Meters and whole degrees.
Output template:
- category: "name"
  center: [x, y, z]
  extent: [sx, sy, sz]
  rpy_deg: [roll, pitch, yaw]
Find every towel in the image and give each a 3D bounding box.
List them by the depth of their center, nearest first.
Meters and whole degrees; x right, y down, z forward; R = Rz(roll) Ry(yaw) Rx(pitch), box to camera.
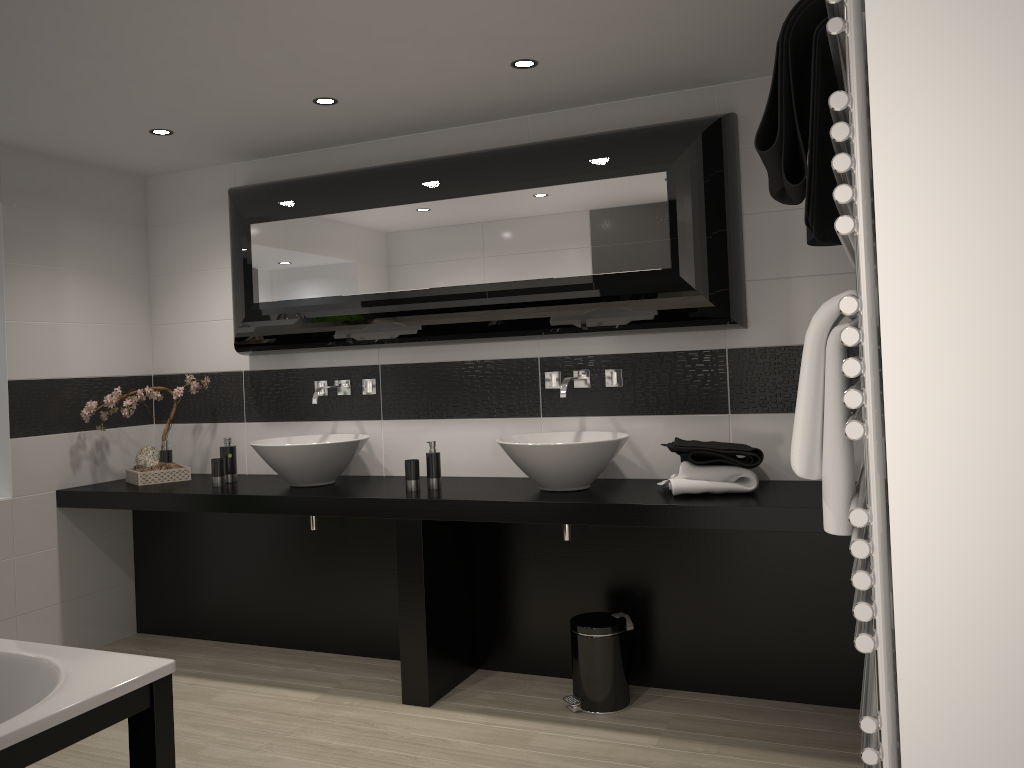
- category: "towel"
  center: [0.413, -0.344, 1.207]
  extent: [0.141, 0.309, 0.300]
  rpy_deg: [-3, 0, 20]
- category: "towel"
  center: [0.443, 0.036, 1.207]
  extent: [0.098, 0.309, 0.303]
  rpy_deg: [-3, 0, 25]
- category: "towel"
  center: [0.772, 0.359, 3.525]
  extent: [0.390, 0.133, 0.406]
  rpy_deg: [-2, 1, 8]
- category: "towel"
  center: [0.795, 0.287, 3.552]
  extent: [0.388, 0.131, 0.406]
  rpy_deg: [-2, 1, 10]

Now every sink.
- category: "sink"
  center: [0.217, 0.329, 3.723]
  extent: [0.559, 0.212, 0.559]
  rpy_deg: [-2, 1, 2]
- category: "sink"
  center: [-0.956, 0.369, 4.228]
  extent: [0.560, 0.212, 0.559]
  rpy_deg: [-3, 1, -23]

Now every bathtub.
- category: "bathtub"
  center: [-2.016, 1.076, 2.172]
  extent: [2.178, 0.676, 1.009]
  rpy_deg: [-2, 1, 23]

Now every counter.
- category: "counter"
  center: [-0.378, 0.501, 3.958]
  extent: [3.842, 0.084, 0.655]
  rpy_deg: [-2, 1, 23]

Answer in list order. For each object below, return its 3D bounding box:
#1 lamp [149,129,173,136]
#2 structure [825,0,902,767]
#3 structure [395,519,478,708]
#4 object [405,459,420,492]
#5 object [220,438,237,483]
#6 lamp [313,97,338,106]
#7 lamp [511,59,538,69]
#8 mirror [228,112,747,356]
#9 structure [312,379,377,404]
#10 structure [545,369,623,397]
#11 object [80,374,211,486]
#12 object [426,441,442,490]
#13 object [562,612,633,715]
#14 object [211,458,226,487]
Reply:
- category: "lamp"
  center: [-1.634, -1.173, 4.129]
  extent: [0.105, 0.004, 0.106]
  rpy_deg: [-2, 2, 38]
- category: "structure"
  center: [0.481, 0.069, 1.193]
  extent: [0.039, 1.292, 0.473]
  rpy_deg: [-3, -1, 23]
- category: "structure"
  center: [-0.318, 0.925, 3.836]
  extent: [0.126, 0.762, 0.465]
  rpy_deg: [-3, 0, 23]
- category: "object"
  center: [-0.432, 0.397, 3.852]
  extent: [0.063, 0.134, 0.063]
  rpy_deg: [-2, 0, -32]
- category: "object"
  center: [-1.422, 0.381, 4.445]
  extent: [0.079, 0.221, 0.079]
  rpy_deg: [-3, 0, 13]
- category: "lamp"
  center: [-0.793, -1.201, 3.768]
  extent: [0.105, 0.004, 0.105]
  rpy_deg: [-2, 1, 8]
- category: "lamp"
  center: [0.047, -1.230, 3.407]
  extent: [0.106, 0.004, 0.105]
  rpy_deg: [-3, 1, -34]
- category: "mirror"
  center: [-0.280, -0.638, 4.126]
  extent: [2.612, 0.902, 0.258]
  rpy_deg: [-2, 0, 23]
- category: "structure"
  center: [-0.898, 0.037, 4.397]
  extent: [0.367, 0.108, 0.259]
  rpy_deg: [-2, 1, 23]
- category: "structure"
  center: [0.274, -0.003, 3.894]
  extent: [0.367, 0.108, 0.259]
  rpy_deg: [-2, 1, 23]
- category: "object"
  center: [-1.905, 0.234, 4.629]
  extent: [0.628, 0.561, 0.260]
  rpy_deg: [-3, 0, -37]
- category: "object"
  center: [-0.344, 0.355, 3.888]
  extent: [0.063, 0.208, 0.063]
  rpy_deg: [-2, -1, 3]
- category: "object"
  center: [0.350, 1.114, 3.554]
  extent: [0.226, 0.338, 0.302]
  rpy_deg: [-3, 0, 34]
- category: "object"
  center: [-1.427, 0.430, 4.306]
  extent: [0.063, 0.134, 0.063]
  rpy_deg: [-2, 0, -32]
